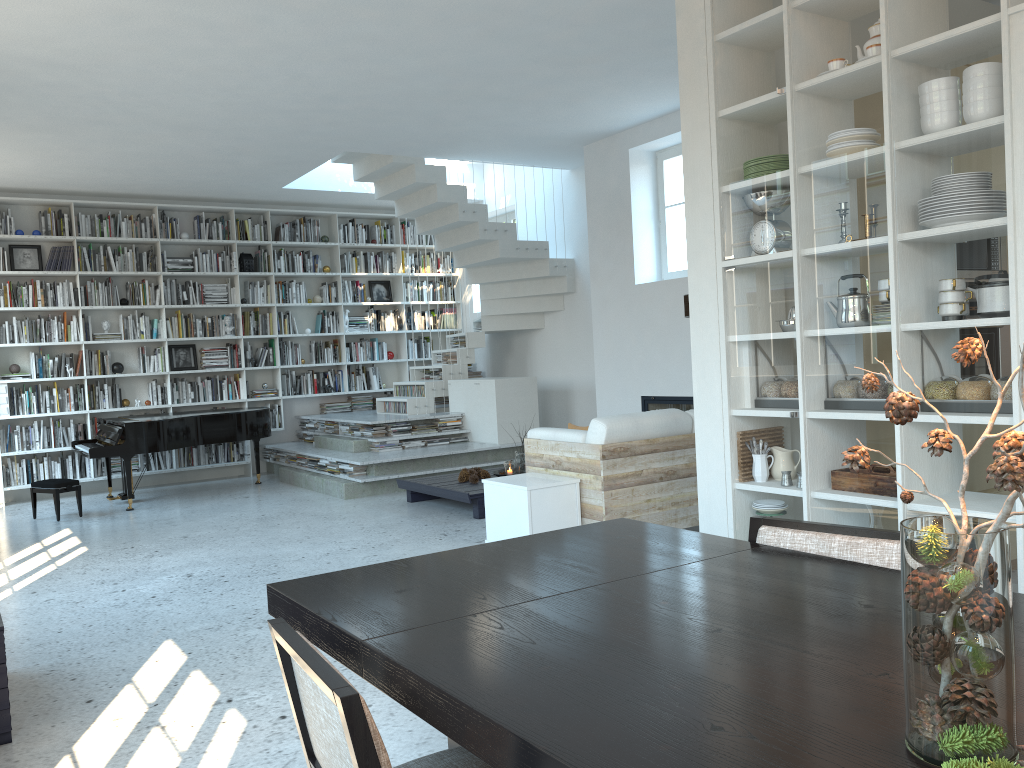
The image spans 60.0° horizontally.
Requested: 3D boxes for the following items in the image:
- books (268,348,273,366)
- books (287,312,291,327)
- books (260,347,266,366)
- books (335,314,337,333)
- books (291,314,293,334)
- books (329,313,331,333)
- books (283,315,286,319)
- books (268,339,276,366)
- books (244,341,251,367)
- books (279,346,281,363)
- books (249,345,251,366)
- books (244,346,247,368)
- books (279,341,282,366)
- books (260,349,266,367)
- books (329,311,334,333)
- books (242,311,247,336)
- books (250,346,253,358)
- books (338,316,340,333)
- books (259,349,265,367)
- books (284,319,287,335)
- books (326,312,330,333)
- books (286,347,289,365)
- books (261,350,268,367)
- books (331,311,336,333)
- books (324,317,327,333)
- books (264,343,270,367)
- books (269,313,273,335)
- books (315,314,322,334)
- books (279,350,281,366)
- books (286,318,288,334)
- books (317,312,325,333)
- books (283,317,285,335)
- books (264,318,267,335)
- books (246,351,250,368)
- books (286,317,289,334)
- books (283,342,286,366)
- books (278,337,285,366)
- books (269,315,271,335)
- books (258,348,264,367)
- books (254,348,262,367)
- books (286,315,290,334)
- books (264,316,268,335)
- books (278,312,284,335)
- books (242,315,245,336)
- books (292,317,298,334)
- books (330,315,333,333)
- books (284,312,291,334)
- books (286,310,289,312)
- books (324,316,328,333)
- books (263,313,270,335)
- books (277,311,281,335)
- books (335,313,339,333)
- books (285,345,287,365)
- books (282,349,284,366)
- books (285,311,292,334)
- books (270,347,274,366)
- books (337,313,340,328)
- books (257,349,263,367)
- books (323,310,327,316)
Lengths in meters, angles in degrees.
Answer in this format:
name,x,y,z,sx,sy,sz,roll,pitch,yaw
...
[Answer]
name,x,y,z,sx,sy,sz,roll,pitch,yaw
books,-2.916,-0.322,10.642,0.029,0.223,0.171,-5,3,-33
books,-2.725,-0.731,10.782,0.006,0.274,0.167,-5,3,-33
books,-3.001,-0.323,10.609,0.094,0.239,0.149,-5,3,-33
books,-2.233,-0.753,11.101,0.013,0.245,0.158,-5,3,-33
books,-2.702,-0.723,10.806,0.007,0.254,0.161,-5,3,-33
books,-2.297,-0.756,11.051,0.015,0.259,0.152,-5,3,-33
books,-2.765,-0.712,10.755,0.008,0.242,0.169,-5,3,-33
books,-2.888,-0.376,10.671,0.014,0.325,0.182,-5,3,-33
books,-3.138,-0.348,10.518,0.013,0.307,0.141,-5,3,-33
books,-2.831,-0.338,10.731,0.011,0.239,0.136,-5,3,-33
books,-3.131,-0.329,10.534,0.012,0.266,0.157,-5,3,-33
books,-3.179,-0.319,10.498,0.028,0.253,0.142,-5,3,-33
books,-2.813,-0.367,10.726,0.018,0.295,0.177,-5,3,-33
books,-3.002,-0.311,10.620,0.090,0.215,0.139,-5,3,-33
books,-2.274,-0.765,11.075,0.032,0.275,0.154,-5,3,-33
books,-3.167,-0.707,10.489,0.035,0.293,0.145,-5,3,-33
books,-3.111,-0.322,10.547,0.035,0.248,0.141,-5,3,-33
books,-2.206,-0.739,11.116,0.023,0.212,0.164,-5,3,-33
books,-3.014,-0.308,10.603,0.090,0.212,0.143,-5,3,-33
books,-2.760,-0.686,10.727,0.017,0.192,0.191,-5,3,-33
books,-2.310,-0.757,11.042,0.018,0.263,0.165,-5,3,-33
books,-2.747,-0.337,10.749,0.011,0.226,0.188,-5,3,-33
books,-2.985,-0.306,10.618,0.091,0.205,0.169,-5,3,-33
books,-2.243,-0.766,11.069,0.012,0.274,0.183,-5,3,-33
books,-2.345,-0.727,11.017,0.006,0.210,0.188,-5,3,-33
books,-2.947,-0.352,10.647,0.013,0.286,0.138,-5,3,-33
books,-2.919,-0.714,10.669,0.033,0.269,0.141,-5,3,-33
books,-2.402,-0.738,10.996,0.056,0.241,0.153,-5,3,-33
books,-2.836,-0.312,10.718,0.015,0.188,0.168,-5,3,-33
books,-2.756,-0.696,10.762,0.014,0.209,0.156,-5,3,-33
books,-2.368,-0.753,11.010,0.021,0.264,0.174,-5,3,-33
books,-2.791,-0.717,10.744,0.013,0.256,0.144,-5,3,-33
books,-2.976,-0.676,10.601,0.034,0.204,0.181,-5,3,-33
books,-3.143,-0.290,10.497,0.027,0.192,0.182,-5,3,-33
books,-2.743,-0.698,10.760,0.007,0.212,0.158,-5,3,-33
books,-2.771,-0.364,10.743,0.005,0.284,0.159,-5,3,-33
books,-2.796,-0.392,10.755,0.007,0.342,0.149,-5,3,-33
books,-2.936,-0.703,10.661,0.019,0.248,0.149,-5,3,-33
books,-3.026,-0.314,10.600,0.095,0.226,0.144,-5,3,-33
books,-3.041,-0.313,10.561,0.095,0.228,0.190,-5,3,-33
books,-2.740,-0.715,10.776,0.017,0.243,0.132,-5,3,-33
books,-2.966,-0.696,10.630,0.028,0.239,0.145,-5,3,-33
books,-2.800,-0.727,10.704,0.013,0.279,0.191,-5,3,-33
books,-3.205,-0.683,10.496,0.013,0.247,0.176,-5,3,-33
books,-2.661,-0.702,10.800,0.051,0.210,0.176,-5,3,-33
books,-2.280,-0.739,11.053,0.012,0.224,0.178,-5,3,-33
books,-2.726,-0.729,10.774,0.006,0.270,0.178,-5,3,-33
books,-2.730,-0.746,10.828,0.011,0.300,0.088,-5,3,-33
books,-2.337,-0.732,11.022,0.013,0.219,0.187,-5,3,-33
books,-2.944,-0.711,10.638,0.032,0.266,0.143,-5,3,-33
books,-2.846,-0.729,10.693,0.035,0.288,0.191,-5,3,-33
books,-2.213,-0.758,11.093,0.011,0.253,0.169,-5,3,-33
books,-2.763,-0.347,10.750,0.013,0.249,0.165,-5,3,-33
books,-2.801,-0.361,10.732,0.006,0.281,0.155,-5,3,-33
books,-2.717,-0.739,10.787,0.013,0.287,0.159,-5,3,-33
books,-2.901,-0.326,10.666,0.021,0.226,0.148,-5,3,-33
books,-2.188,-0.757,11.116,0.010,0.246,0.158,-5,3,-33
books,-3.028,-0.305,10.575,0.089,0.210,0.175,-5,3,-33
books,-2.337,-0.771,11.041,0.013,0.295,0.154,-5,3,-33
